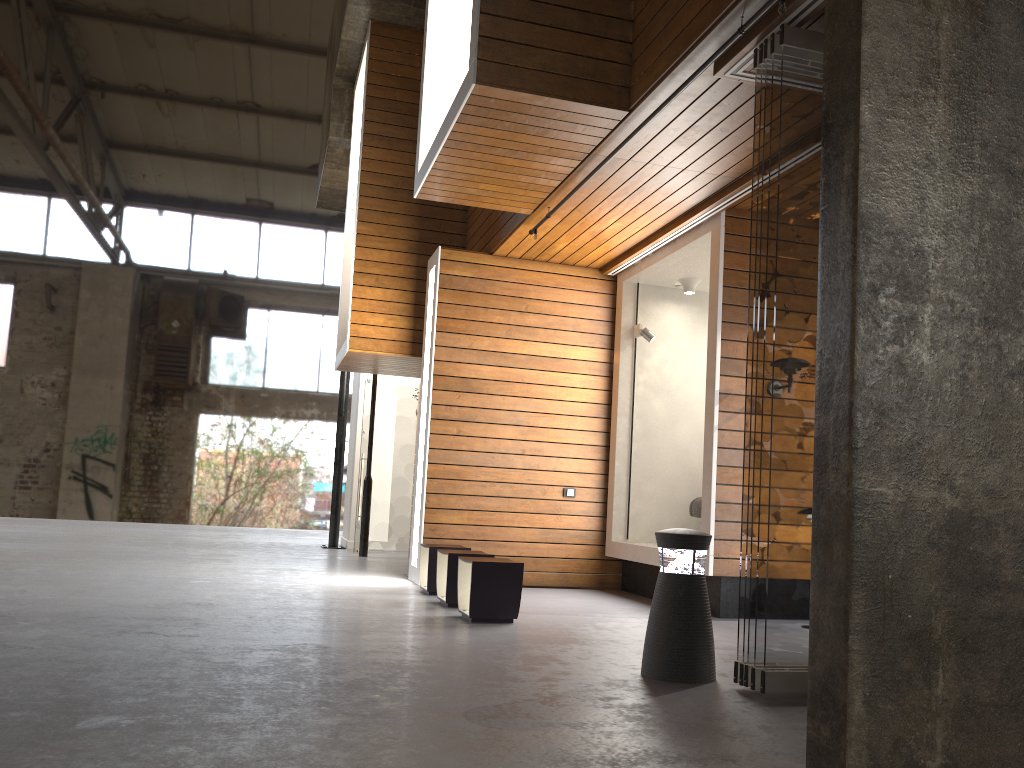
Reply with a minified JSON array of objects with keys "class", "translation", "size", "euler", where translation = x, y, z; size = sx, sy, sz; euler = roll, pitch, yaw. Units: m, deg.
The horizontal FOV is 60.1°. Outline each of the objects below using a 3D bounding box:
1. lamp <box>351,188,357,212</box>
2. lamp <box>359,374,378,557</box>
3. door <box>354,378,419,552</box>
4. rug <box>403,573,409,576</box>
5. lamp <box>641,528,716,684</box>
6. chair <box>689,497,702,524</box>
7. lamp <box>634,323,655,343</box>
[{"class":"lamp","translation":[-1.534,-2.713,10.059],"size":[0.512,1.766,0.489],"euler":[-1,-6,38]},{"class":"lamp","translation":[-1.794,0.780,11.228],"size":[0.630,2.935,0.633],"euler":[1,-5,26]},{"class":"door","translation":[-1.629,1.156,12.224],"size":[0.146,2.294,1.291],"euler":[-1,-7,37]},{"class":"rug","translation":[-0.275,1.953,8.922],"size":[1.579,0.014,0.542],"euler":[5,-8,-15]},{"class":"lamp","translation":[0.804,1.037,4.217],"size":[0.348,0.693,0.349],"euler":[4,-5,-9]},{"class":"chair","translation":[2.067,0.952,7.982],"size":[0.825,1.067,0.759],"euler":[3,-6,0]},{"class":"lamp","translation":[1.225,-0.474,8.273],"size":[0.249,0.187,0.130],"euler":[-3,-8,43]}]
